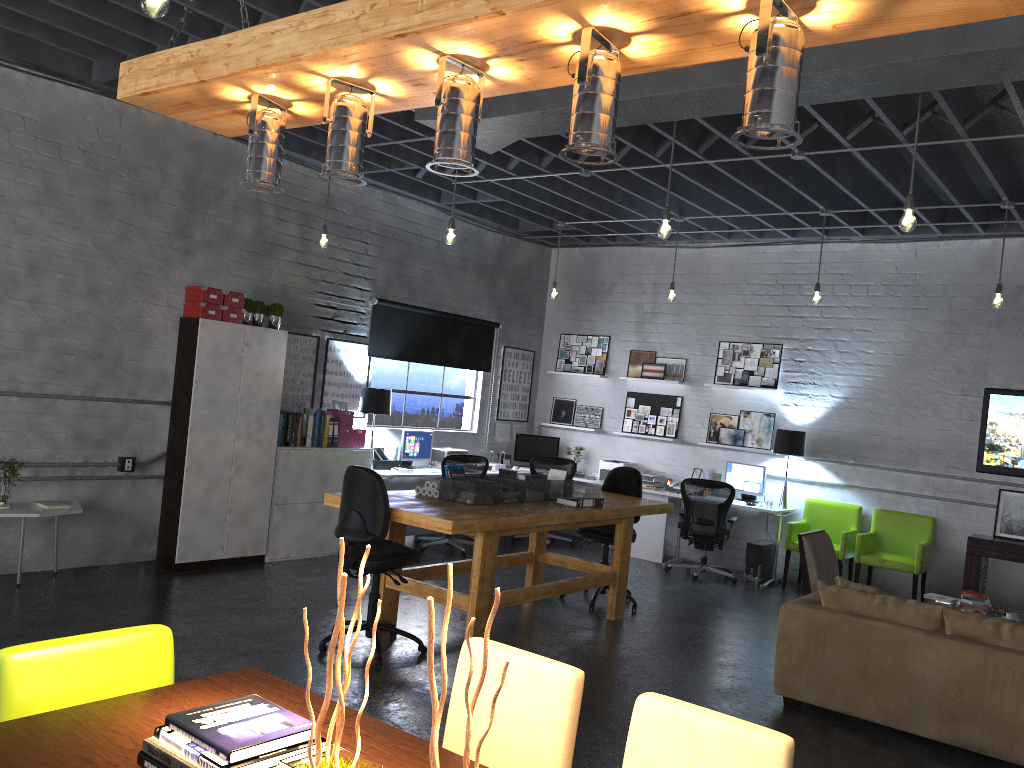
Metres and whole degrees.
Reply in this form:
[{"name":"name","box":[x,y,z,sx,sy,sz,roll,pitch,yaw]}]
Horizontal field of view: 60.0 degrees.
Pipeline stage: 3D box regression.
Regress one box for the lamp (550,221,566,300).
[{"name":"lamp","box":[0.509,-1.383,9.957,0.104,0.878,0.104,6,0,37]}]

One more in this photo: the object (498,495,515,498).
[{"name":"object","box":[-0.115,0.790,6.372,0.234,0.022,0.185,5,-1,30]}]

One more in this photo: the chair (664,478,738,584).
[{"name":"chair","box":[2.017,1.499,9.314,0.732,1.031,0.753,6,0,6]}]

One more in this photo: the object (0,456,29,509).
[{"name":"object","box":[-3.560,0.695,6.239,0.271,0.363,0.297,6,0,-18]}]

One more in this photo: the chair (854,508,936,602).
[{"name":"chair","box":[3.732,1.722,8.672,0.611,0.920,0.516,6,0,37]}]

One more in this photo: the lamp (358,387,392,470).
[{"name":"lamp","box":[-1.420,0.457,9.056,0.333,0.832,0.333,6,0,-1]}]

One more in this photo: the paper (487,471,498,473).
[{"name":"paper","box":[-0.221,1.010,10.199,0.158,0.001,0.115,5,-1,25]}]

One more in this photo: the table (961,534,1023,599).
[{"name":"table","box":[4.836,1.876,7.903,1.409,0.820,0.404,5,0,37]}]

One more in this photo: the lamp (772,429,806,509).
[{"name":"lamp","box":[2.912,0.902,9.385,0.333,0.832,0.333,6,0,-1]}]

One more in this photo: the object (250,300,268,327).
[{"name":"object","box":[-2.214,-0.611,7.707,0.169,0.240,0.171,6,0,-14]}]

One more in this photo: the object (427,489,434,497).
[{"name":"object","box":[-0.381,0.778,6.421,0.057,0.058,0.636,6,-1,37]}]

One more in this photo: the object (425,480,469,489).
[{"name":"object","box":[-0.397,0.728,6.438,0.057,0.057,0.636,6,-1,37]}]

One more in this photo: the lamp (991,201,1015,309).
[{"name":"lamp","box":[4.029,-1.057,7.285,0.104,0.878,0.104,6,0,-9]}]

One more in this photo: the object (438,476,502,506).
[{"name":"object","box":[-0.291,0.735,6.125,0.316,0.156,0.306,5,-1,37]}]

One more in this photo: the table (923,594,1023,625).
[{"name":"table","box":[3.874,2.033,7.367,0.872,0.300,0.874,5,-1,41]}]

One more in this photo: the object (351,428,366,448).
[{"name":"object","box":[-1.584,0.529,8.780,0.214,0.177,0.161,6,0,37]}]

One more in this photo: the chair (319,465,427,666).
[{"name":"chair","box":[-0.857,1.095,5.644,0.658,1.165,0.687,6,0,35]}]

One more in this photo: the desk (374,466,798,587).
[{"name":"desk","box":[0.626,1.481,9.284,3.572,0.785,3.301,5,-1,37]}]

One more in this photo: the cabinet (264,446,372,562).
[{"name":"cabinet","box":[-1.953,1.089,8.415,0.465,1.021,1.152,6,0,37]}]

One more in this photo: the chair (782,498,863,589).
[{"name":"chair","box":[3.180,1.671,9.091,0.611,0.920,0.516,6,0,37]}]

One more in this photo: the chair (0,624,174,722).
[{"name":"chair","box":[-1.013,1.180,2.360,0.608,0.909,0.637,6,0,37]}]

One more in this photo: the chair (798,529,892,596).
[{"name":"chair","box":[2.634,1.628,6.898,0.724,0.842,0.575,6,0,37]}]

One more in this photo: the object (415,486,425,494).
[{"name":"object","box":[-0.471,0.770,6.490,0.057,0.058,0.636,6,-1,37]}]

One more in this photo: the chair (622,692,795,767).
[{"name":"chair","box":[0.285,1.271,1.977,0.490,0.959,0.616,6,0,37]}]

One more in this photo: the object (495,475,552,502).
[{"name":"object","box":[0.078,0.778,6.616,0.316,0.156,0.306,5,-1,37]}]

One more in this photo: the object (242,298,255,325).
[{"name":"object","box":[-2.281,-0.619,7.572,0.171,0.240,0.169,6,0,-24]}]

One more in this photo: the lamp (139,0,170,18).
[{"name":"lamp","box":[-1.127,-1.635,2.893,0.104,0.878,0.104,6,0,-35]}]

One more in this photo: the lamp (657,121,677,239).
[{"name":"lamp","box":[1.031,-1.380,5.764,0.104,0.878,0.104,6,0,37]}]

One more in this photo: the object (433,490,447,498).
[{"name":"object","box":[-0.335,0.783,6.387,0.058,0.057,0.636,6,-1,37]}]

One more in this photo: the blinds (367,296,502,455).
[{"name":"blinds","box":[-0.877,-0.023,9.976,0.100,1.632,2.121,6,0,37]}]

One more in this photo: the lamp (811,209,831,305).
[{"name":"lamp","box":[2.848,-1.166,8.181,0.104,0.878,0.104,6,0,37]}]

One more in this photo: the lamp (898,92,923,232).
[{"name":"lamp","box":[2.212,-1.271,4.868,0.104,0.878,0.104,6,0,-9]}]

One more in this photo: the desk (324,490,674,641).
[{"name":"desk","box":[0.016,1.316,6.608,1.114,0.926,2.834,6,-1,37]}]

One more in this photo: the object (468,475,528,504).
[{"name":"object","box":[-0.106,0.756,6.370,0.316,0.156,0.306,5,-1,37]}]

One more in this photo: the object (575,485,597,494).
[{"name":"object","box":[0.455,0.828,7.151,0.519,0.047,0.047,5,0,37]}]

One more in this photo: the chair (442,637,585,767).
[{"name":"chair","box":[-0.182,1.227,2.331,0.490,0.959,0.616,6,0,37]}]

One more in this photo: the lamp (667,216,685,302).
[{"name":"lamp","box":[1.671,-1.275,9.075,0.104,0.878,0.104,6,0,37]}]

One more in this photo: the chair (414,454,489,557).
[{"name":"chair","box":[-0.649,1.228,9.319,0.752,1.031,0.732,6,0,41]}]

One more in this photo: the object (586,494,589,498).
[{"name":"object","box":[0.381,0.860,7.059,0.519,0.047,0.047,5,0,37]}]

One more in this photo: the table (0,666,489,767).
[{"name":"table","box":[-0.376,1.292,1.846,1.799,0.780,0.854,5,0,37]}]

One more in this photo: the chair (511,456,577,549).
[{"name":"chair","box":[0.364,1.344,10.377,0.732,1.031,0.752,6,0,-29]}]

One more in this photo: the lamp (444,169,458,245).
[{"name":"lamp","box":[-0.441,-1.517,6.882,0.104,0.878,0.104,6,0,37]}]

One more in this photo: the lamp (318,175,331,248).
[{"name":"lamp","box":[-1.617,-1.626,7.775,0.104,0.878,0.104,6,0,37]}]

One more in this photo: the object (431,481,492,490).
[{"name":"object","box":[-0.352,0.732,6.403,0.057,0.057,0.636,6,-1,37]}]

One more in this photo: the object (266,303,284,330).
[{"name":"object","box":[-2.088,-0.597,7.798,0.169,0.240,0.171,6,0,36]}]

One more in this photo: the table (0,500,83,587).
[{"name":"table","box":[-3.607,1.140,6.206,0.516,0.532,1.337,6,-1,37]}]

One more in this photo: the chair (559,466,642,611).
[{"name":"chair","box":[0.833,1.291,7.577,0.658,1.165,0.687,6,0,35]}]

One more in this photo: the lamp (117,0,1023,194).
[{"name":"lamp","box":[-0.046,-1.370,1.892,2.128,1.841,0.367,6,0,37]}]

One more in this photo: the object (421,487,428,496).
[{"name":"object","box":[-0.425,0.775,6.455,0.058,0.057,0.636,6,-1,37]}]

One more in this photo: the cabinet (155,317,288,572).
[{"name":"cabinet","box":[-2.445,0.513,7.526,0.291,2.047,0.874,6,0,37]}]
